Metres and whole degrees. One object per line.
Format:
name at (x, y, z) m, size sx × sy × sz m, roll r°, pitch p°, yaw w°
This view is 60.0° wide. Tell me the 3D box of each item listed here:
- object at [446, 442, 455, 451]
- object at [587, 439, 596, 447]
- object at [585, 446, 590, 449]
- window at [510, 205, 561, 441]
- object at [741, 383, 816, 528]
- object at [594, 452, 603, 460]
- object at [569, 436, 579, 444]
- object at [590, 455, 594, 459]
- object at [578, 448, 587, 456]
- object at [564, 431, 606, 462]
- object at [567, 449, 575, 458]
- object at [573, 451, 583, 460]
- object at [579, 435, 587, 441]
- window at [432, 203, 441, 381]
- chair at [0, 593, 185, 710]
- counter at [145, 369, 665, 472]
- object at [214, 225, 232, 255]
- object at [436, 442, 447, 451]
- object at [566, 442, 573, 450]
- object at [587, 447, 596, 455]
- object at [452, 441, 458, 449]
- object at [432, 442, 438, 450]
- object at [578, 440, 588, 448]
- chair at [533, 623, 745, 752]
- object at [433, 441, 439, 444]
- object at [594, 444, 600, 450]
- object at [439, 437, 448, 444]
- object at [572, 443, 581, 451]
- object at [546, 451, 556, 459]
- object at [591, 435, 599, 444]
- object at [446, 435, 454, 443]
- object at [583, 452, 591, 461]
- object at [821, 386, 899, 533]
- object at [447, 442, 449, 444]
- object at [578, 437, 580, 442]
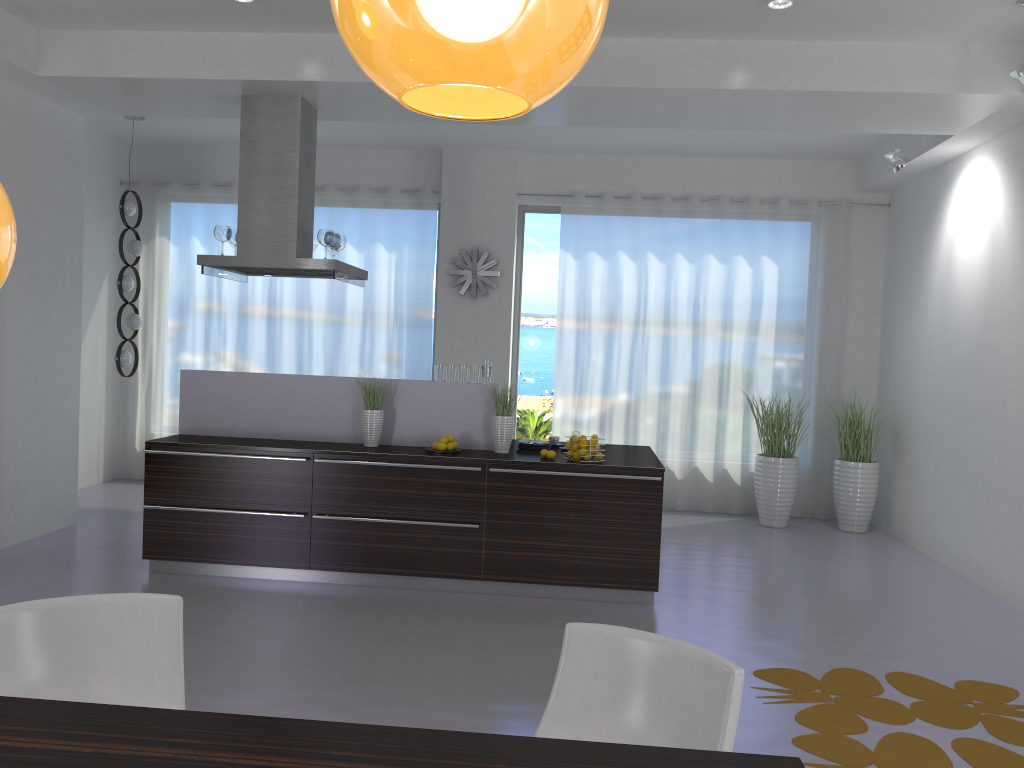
object at (-0.403, 0.406, 5.756) m, size 0.061 × 0.054 × 0.052 m, roll 2°, pitch 2°, yaw -18°
object at (0.503, 0.372, 5.605) m, size 0.051 × 0.053 × 0.063 m, roll 3°, pitch 2°, yaw 17°
object at (0.478, 0.417, 5.622) m, size 0.051 × 0.053 × 0.062 m, roll 3°, pitch 2°, yaw 13°
window at (1.509, -0.502, 8.976) m, size 3.000 × 2.500 × 0.100 m, roll 3°, pitch 2°, yaw 4°
object at (2.442, 0.655, 8.178) m, size 0.713 × 1.334 × 0.656 m, roll 3°, pitch 2°, yaw 5°
object at (0.549, 0.458, 5.632) m, size 0.053 × 0.052 × 0.062 m, roll 5°, pitch 3°, yaw 44°
object at (0.396, 0.354, 5.639) m, size 0.053 × 0.051 × 0.063 m, roll 1°, pitch 3°, yaw -38°
object at (0.500, 0.457, 5.666) m, size 0.061 × 0.055 × 0.050 m, roll 1°, pitch 3°, yaw -40°
object at (0.442, 0.428, 5.563) m, size 0.061 × 0.054 × 0.052 m, roll 2°, pitch 2°, yaw -18°
object at (0.462, 0.396, 5.654) m, size 0.189 × 0.174 × 0.207 m, roll 1°, pitch 3°, yaw -30°
object at (0.381, 0.443, 5.662) m, size 0.060 × 0.057 × 0.052 m, roll 3°, pitch 2°, yaw 6°
object at (0.421, 0.452, 5.616) m, size 0.064 × 0.063 × 0.074 m, roll 4°, pitch 3°, yaw 25°
object at (0.454, 0.352, 5.653) m, size 0.051 × 0.053 × 0.063 m, roll 3°, pitch 2°, yaw 6°
window at (-2.226, -0.673, 9.269) m, size 3.000 × 2.500 × 0.100 m, roll 3°, pitch 2°, yaw 4°
chair at (-1.092, 1.006, 2.247) m, size 0.508 × 0.805 × 0.620 m, roll 1°, pitch 3°, yaw -25°
counter at (-0.661, 0.619, 6.185) m, size 3.291 × 1.300 × 1.302 m, roll 3°, pitch 2°, yaw 4°
object at (-2.051, -1.007, 6.286) m, size 0.125 × 0.221 × 0.125 m, roll 4°, pitch 3°, yaw 29°
object at (-0.455, 0.405, 5.718) m, size 0.070 × 0.058 × 0.060 m, roll 3°, pitch 2°, yaw 3°
object at (0.372, 0.395, 5.677) m, size 0.053 × 0.051 × 0.063 m, roll 1°, pitch 3°, yaw -27°
object at (0.501, 0.422, 5.601) m, size 0.061 × 0.055 × 0.051 m, roll 2°, pitch 2°, yaw -16°
object at (-0.382, 0.401, 5.810) m, size 0.051 × 0.053 × 0.063 m, roll 5°, pitch 3°, yaw 45°
object at (-0.488, 0.406, 5.767) m, size 0.063 × 0.051 × 0.053 m, roll 3°, pitch 2°, yaw 8°
object at (0.447, 0.381, 5.587) m, size 0.061 × 0.052 × 0.053 m, roll 3°, pitch 2°, yaw 18°
chair at (0.203, 1.065, 2.135) m, size 0.508 × 0.805 × 0.620 m, roll 4°, pitch 3°, yaw 39°
object at (-0.491, 0.399, 5.822) m, size 0.052 × 0.054 × 0.061 m, roll 1°, pitch 3°, yaw -38°
object at (0.534, 0.407, 5.649) m, size 0.061 × 0.054 × 0.053 m, roll 1°, pitch 3°, yaw -39°
object at (-0.444, 0.370, 5.762) m, size 0.061 × 0.047 × 0.053 m, roll 3°, pitch 2°, yaw 8°
object at (0.410, 0.400, 5.628) m, size 0.062 × 0.053 × 0.052 m, roll 1°, pitch 2°, yaw -24°
object at (0.249, 0.450, 5.640) m, size 0.063 × 0.051 × 0.053 m, roll 3°, pitch 2°, yaw 8°
object at (0.529, 0.357, 5.666) m, size 0.050 × 0.060 × 0.059 m, roll 3°, pitch 2°, yaw 4°
object at (-0.408, 0.359, 5.800) m, size 0.053 × 0.048 × 0.063 m, roll 1°, pitch 3°, yaw -29°
object at (0.472, 0.457, 5.590) m, size 0.051 × 0.053 × 0.063 m, roll 3°, pitch 2°, yaw 12°
object at (3.102, 0.684, 8.158) m, size 0.656 × 1.334 × 0.713 m, roll 2°, pitch 2°, yaw -11°
object at (-0.435, 0.403, 5.805) m, size 0.057 × 0.060 × 0.071 m, roll 3°, pitch 2°, yaw 6°
object at (0.442, 0.369, 5.720) m, size 0.063 × 0.051 × 0.053 m, roll 1°, pitch 3°, yaw -40°
